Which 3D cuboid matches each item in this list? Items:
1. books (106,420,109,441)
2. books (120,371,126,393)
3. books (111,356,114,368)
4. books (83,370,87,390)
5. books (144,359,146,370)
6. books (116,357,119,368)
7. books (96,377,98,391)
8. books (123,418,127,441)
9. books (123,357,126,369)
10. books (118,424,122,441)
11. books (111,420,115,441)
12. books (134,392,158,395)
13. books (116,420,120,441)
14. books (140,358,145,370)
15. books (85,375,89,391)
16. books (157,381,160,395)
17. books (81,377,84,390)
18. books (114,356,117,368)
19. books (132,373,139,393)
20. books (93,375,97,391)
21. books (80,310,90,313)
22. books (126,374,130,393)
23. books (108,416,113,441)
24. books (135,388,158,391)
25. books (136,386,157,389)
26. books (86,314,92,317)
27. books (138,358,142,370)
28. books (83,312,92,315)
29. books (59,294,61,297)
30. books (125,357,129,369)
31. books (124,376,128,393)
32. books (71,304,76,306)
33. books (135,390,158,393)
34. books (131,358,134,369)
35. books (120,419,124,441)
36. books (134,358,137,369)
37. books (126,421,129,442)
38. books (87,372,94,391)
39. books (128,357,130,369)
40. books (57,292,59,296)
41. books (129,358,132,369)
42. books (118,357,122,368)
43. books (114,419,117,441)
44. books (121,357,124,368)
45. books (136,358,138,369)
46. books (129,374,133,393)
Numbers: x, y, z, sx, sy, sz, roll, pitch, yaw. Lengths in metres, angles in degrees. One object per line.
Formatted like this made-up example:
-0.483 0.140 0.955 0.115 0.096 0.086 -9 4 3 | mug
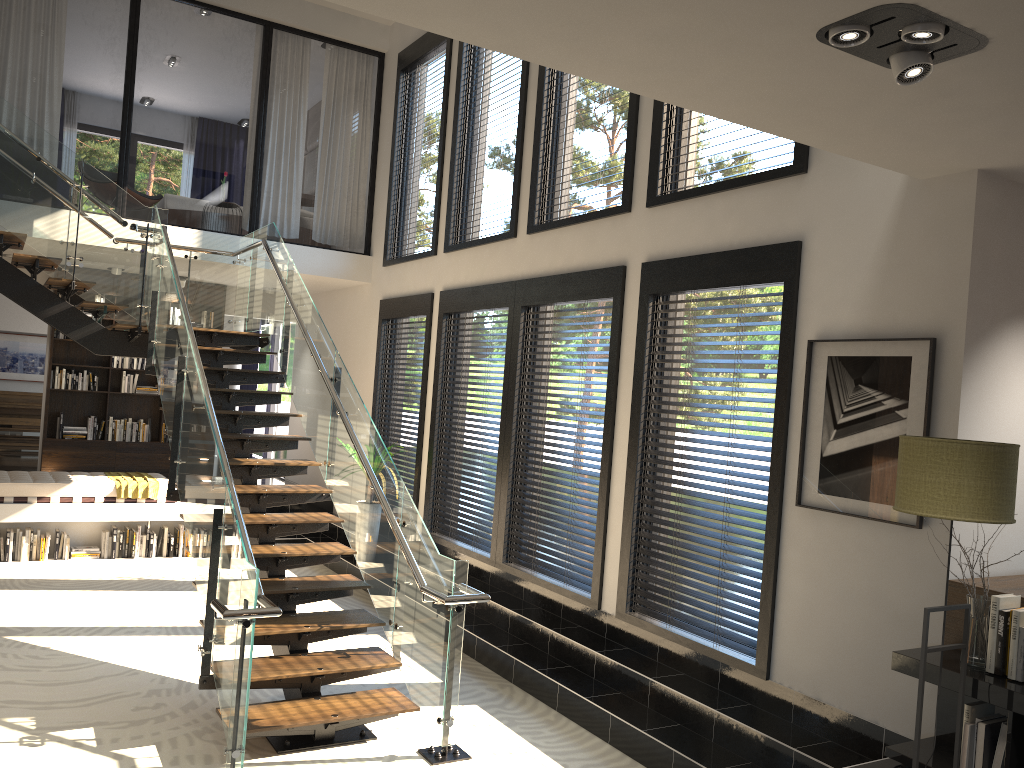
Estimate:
-5.276 0.602 11.553 0.026 0.263 0.156 4 0 -31 | books
-5.096 -0.029 11.618 0.031 0.284 0.176 4 0 -31 | books
-5.210 -0.328 11.558 0.031 0.228 0.176 4 0 -31 | books
-5.495 -0.046 11.391 0.029 0.256 0.167 4 0 -31 | books
-4.861 -0.275 11.744 0.027 0.179 0.164 4 0 -31 | books
-5.160 -0.291 11.587 0.027 0.162 0.125 4 0 -31 | books
-5.396 -0.001 11.511 0.022 0.185 0.127 4 0 -31 | books
-5.093 0.599 11.648 0.032 0.298 0.169 4 0 -31 | books
-5.084 -0.323 11.615 0.027 0.239 0.153 4 0 -31 | books
-5.143 0.637 11.609 0.025 0.214 0.170 4 0 -31 | books
-5.210 0.607 11.564 0.030 0.262 0.173 4 0 -31 | books
-4.863 0.120 11.765 0.274 0.025 0.156 5 -1 -34 | books
-5.158 0.604 11.585 0.030 0.276 0.160 4 0 -31 | books
-4.886 -0.320 11.734 0.032 0.265 0.149 4 0 -31 | books
-5.484 -0.019 11.427 0.030 0.205 0.170 4 0 -31 | books
-4.716 0.013 11.849 0.026 0.263 0.156 4 0 -31 | books
-5.533 -0.005 11.396 0.027 0.171 0.146 4 0 -31 | books
-5.181 -0.347 11.571 0.031 0.272 0.158 4 0 -31 | books
-4.980 -0.008 11.690 0.067 0.261 0.159 4 0 -31 | books
-5.395 -0.014 11.461 0.028 0.210 0.169 4 0 -31 | books
-5.525 -0.935 11.357 0.251 0.026 0.148 5 -1 -27 | books
-5.050 -0.006 11.642 0.030 0.245 0.166 4 0 -31 | books
-5.231 0.580 11.538 0.035 0.312 0.160 4 0 -31 | books
-4.857 0.070 11.760 0.261 0.024 0.167 5 -1 -34 | books
-4.858 0.045 11.764 0.274 0.025 0.156 5 -1 -27 | books
-5.527 -0.884 11.354 0.268 0.026 0.156 5 -1 -27 | books
-4.928 -0.277 11.722 0.047 0.171 0.167 4 0 -31 | books
-5.527 -0.909 11.356 0.273 0.025 0.156 5 -1 -33 | books
-5.730 -1.013 11.229 0.032 0.250 0.167 4 0 -31 | books
-5.057 -0.331 11.624 0.028 0.258 0.208 4 0 -31 | books
-5.057 0.007 11.601 0.023 0.218 0.195 4 0 -31 | books
-5.518 -0.988 11.351 0.285 0.030 0.176 5 -1 -31 | books
-4.861 0.095 11.763 0.275 0.025 0.156 5 -1 -35 | books
-4.995 -0.319 11.667 0.030 0.244 0.142 4 0 -31 | books
-5.122 0.605 11.632 0.031 0.280 0.141 4 0 -31 | books
-4.965 -0.310 11.671 0.028 0.231 0.167 4 0 -31 | books
-5.058 0.623 11.641 0.025 0.255 0.202 4 0 -31 | books
-5.435 -0.031 11.434 0.070 0.236 0.206 4 0 -31 | books
-5.047 -0.301 11.656 0.026 0.201 0.146 4 0 -31 | books
-5.758 -1.021 11.222 0.026 0.263 0.156 4 0 -31 | books
-5.025 -0.302 11.665 0.021 0.206 0.147 4 0 -31 | books
-5.130 -0.306 11.588 0.024 0.197 0.174 4 0 -31 | books
-5.195 0.602 11.593 0.025 0.274 0.150 4 0 -31 | books
-5.103 -0.319 11.594 0.027 0.228 0.208 4 0 -31 | books
-4.956 -0.281 11.702 0.021 0.176 0.161 4 0 -31 | books
-5.009 -0.002 11.637 0.036 0.244 0.194 4 0 -31 | books
